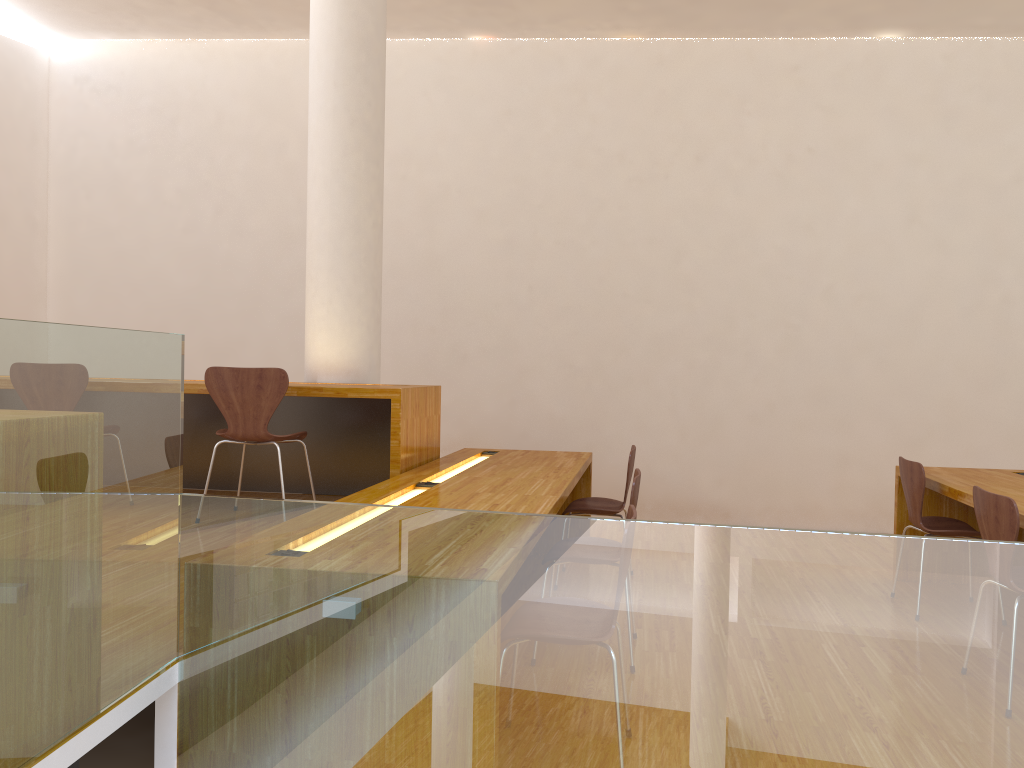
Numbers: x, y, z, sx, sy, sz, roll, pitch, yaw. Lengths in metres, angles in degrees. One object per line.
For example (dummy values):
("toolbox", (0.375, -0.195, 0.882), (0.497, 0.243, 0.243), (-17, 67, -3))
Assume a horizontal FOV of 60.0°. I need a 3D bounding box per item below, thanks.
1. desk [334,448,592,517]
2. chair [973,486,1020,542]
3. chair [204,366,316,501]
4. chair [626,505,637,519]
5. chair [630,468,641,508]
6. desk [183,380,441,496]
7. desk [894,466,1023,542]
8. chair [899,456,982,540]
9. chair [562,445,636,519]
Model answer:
("desk", (-0.162, 0.714, 3.642), (0.760, 0.606, 3.185), (1, 1, 9))
("chair", (1.800, 0.715, 3.005), (0.381, 0.693, 0.428), (1, 1, 9))
("chair", (-1.146, 0.270, 4.055), (0.428, 0.693, 0.381), (1, 1, 9))
("chair", (0.145, 0.692, 2.448), (0.381, 0.693, 0.428), (1, 1, 9))
("chair", (0.296, 0.679, 3.408), (0.381, 0.693, 0.428), (1, 1, 9))
("desk", (-2.016, 0.281, 4.623), (3.185, 0.606, 0.760), (1, 1, 9))
("desk", (2.421, 0.931, 3.046), (1.285, 0.918, 3.236), (1, 1, 9))
("chair", (2.012, 0.700, 4.104), (0.381, 0.693, 0.428), (1, 1, 9))
("chair", (0.433, 0.662, 4.519), (0.381, 0.693, 0.428), (1, 1, 9))
